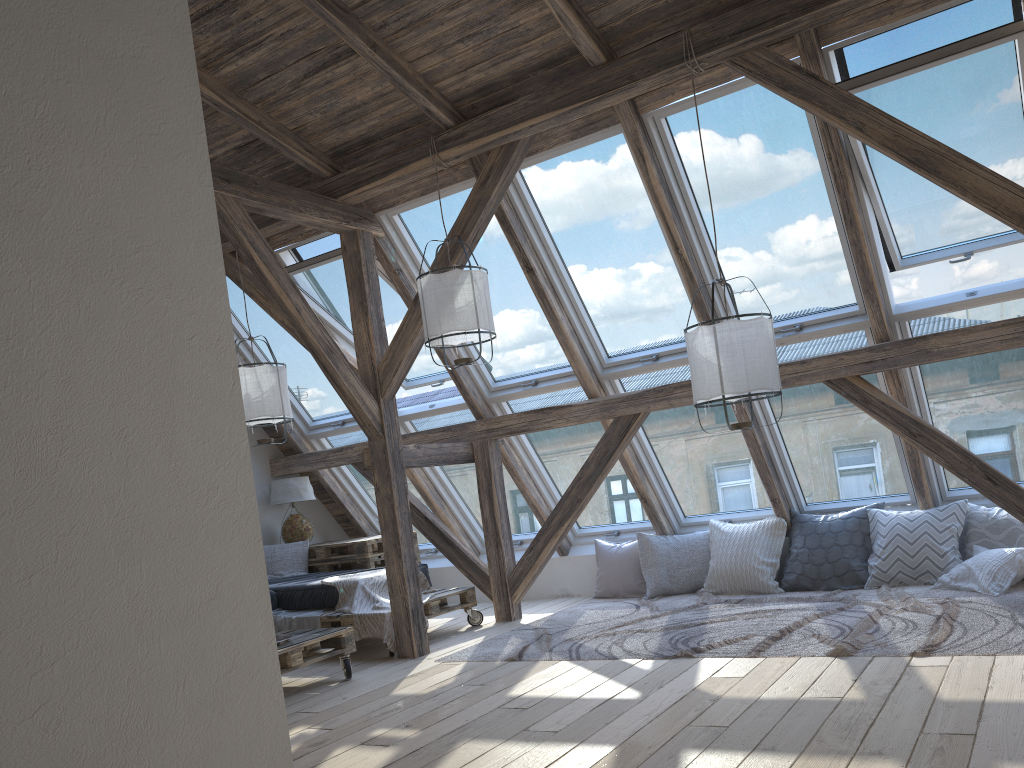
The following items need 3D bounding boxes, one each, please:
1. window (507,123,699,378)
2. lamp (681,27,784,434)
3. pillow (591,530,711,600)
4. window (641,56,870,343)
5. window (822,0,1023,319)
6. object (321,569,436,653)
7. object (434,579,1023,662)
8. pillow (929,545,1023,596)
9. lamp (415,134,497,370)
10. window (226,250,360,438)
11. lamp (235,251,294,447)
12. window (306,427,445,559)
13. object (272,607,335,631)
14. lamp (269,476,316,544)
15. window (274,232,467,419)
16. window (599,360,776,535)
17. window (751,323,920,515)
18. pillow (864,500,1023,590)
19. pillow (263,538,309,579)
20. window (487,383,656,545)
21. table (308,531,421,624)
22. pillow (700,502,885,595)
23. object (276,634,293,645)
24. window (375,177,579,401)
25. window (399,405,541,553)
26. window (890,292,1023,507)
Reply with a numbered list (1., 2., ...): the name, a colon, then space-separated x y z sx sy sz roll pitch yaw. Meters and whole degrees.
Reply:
1. window: 0.619 -0.756 5.342 0.863 1.273 1.091 -9 -3 31
2. lamp: 0.943 -0.721 4.086 0.398 1.891 0.409 -8 0 -17
3. pillow: 1.085 1.363 6.627 1.141 0.523 0.434 -10 -3 24
4. window: 1.392 -0.919 4.854 0.863 1.273 1.091 -9 -3 31
5. window: 2.192 -1.082 4.409 0.863 1.272 1.401 -9 -4 31
6. object: -0.750 1.497 5.957 0.806 0.472 1.021 -5 -6 -29
7. object: 1.439 1.356 5.252 3.217 0.056 2.181 -12 -8 32
8. pillow: 2.773 1.086 5.117 0.473 0.241 0.542 -6 -6 -17
9. lamp: -0.354 -0.746 4.876 0.401 1.302 0.407 -8 0 8
10. window: -1.702 -0.264 6.803 0.863 1.273 1.091 -9 -3 31
11. lamp: -1.711 -0.354 5.740 0.398 1.514 0.409 -8 0 -17
12. window: -1.019 0.943 7.657 0.863 1.273 1.091 -9 -3 31
13. object: -1.525 1.708 6.135 0.712 0.276 0.505 -9 -5 16
14. lamp: -1.986 1.468 7.467 0.827 1.282 0.388 -8 0 17
15. window: -0.905 -0.427 6.355 0.863 1.272 1.345 -9 -3 31
16. window: 1.302 0.451 6.195 0.863 1.273 1.091 -9 -3 31
17. window: 2.075 0.287 5.708 0.863 1.273 1.091 -9 -3 31
18. pillow: 2.807 0.982 5.460 1.166 0.532 0.498 -12 -5 37
19. pillow: -2.066 1.400 6.977 0.962 0.398 0.391 -3 -6 -42
20. window: 0.528 0.615 6.682 0.863 1.273 1.091 -9 -3 31
21. table: -1.353 1.678 7.468 1.026 0.700 0.672 -11 -4 32
22. pillow: 1.902 1.151 6.079 1.284 0.561 0.465 -11 -4 33
23. object: -1.390 1.410 4.775 0.392 0.021 0.399 -2 -9 -38
24. window: -0.155 -0.592 5.829 0.863 1.273 1.091 -9 -3 31
25. window: -0.246 0.779 7.169 0.863 1.273 1.091 -9 -3 31
26. window: 2.849 0.124 5.220 0.863 1.273 1.091 -9 -3 31
